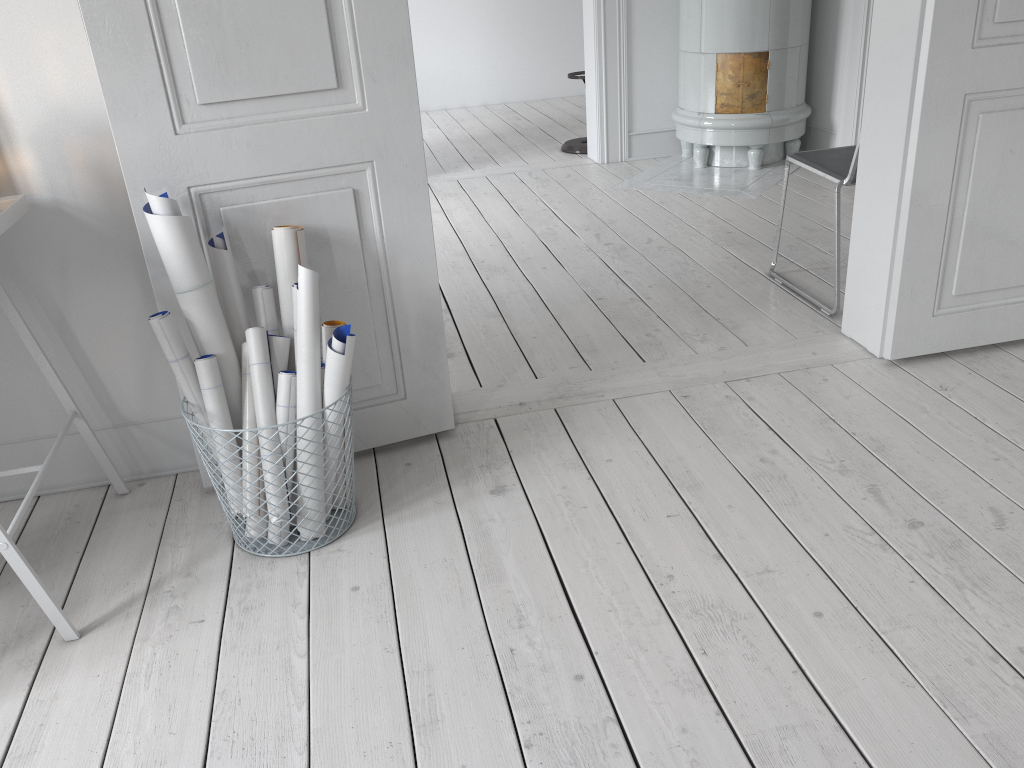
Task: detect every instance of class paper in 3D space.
[{"bbox_3d":[-0.504,0.154,2.027,0.078,0.388,0.234,5,27,18],"label":"paper"},{"bbox_3d":[-0.548,0.045,2.090,0.047,0.541,0.201,-7,26,-5],"label":"paper"},{"bbox_3d":[-0.679,0.093,2.003,0.166,0.546,0.046,2,26,12],"label":"paper"},{"bbox_3d":[-0.543,0.091,1.975,0.049,0.402,0.244,-8,26,-7],"label":"paper"},{"bbox_3d":[-0.411,0.079,2.080,0.123,0.464,0.057,-23,31,-33],"label":"paper"},{"bbox_3d":[-0.470,0.040,2.061,0.060,0.552,0.153,13,31,32],"label":"paper"},{"bbox_3d":[-0.585,0.102,2.002,0.047,0.358,0.240,-2,26,4],"label":"paper"},{"bbox_3d":[-0.643,0.114,1.977,0.047,0.360,0.129,-14,27,-19],"label":"paper"},{"bbox_3d":[-0.560,0.119,2.032,0.054,0.431,0.253,7,28,23],"label":"paper"},{"bbox_3d":[-0.551,-0.044,1.980,0.431,0.792,0.181,11,30,29],"label":"paper"},{"bbox_3d":[-0.496,-0.038,2.102,0.073,0.668,0.182,1,26,11],"label":"paper"}]

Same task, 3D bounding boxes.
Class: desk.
[{"bbox_3d":[-1.527,0.137,1.787,1.163,0.775,0.642,-9,26,-9],"label":"desk"}]

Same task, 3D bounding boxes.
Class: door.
[{"bbox_3d":[-0.559,-0.856,1.848,0.678,2.323,0.034,-13,27,-17],"label":"door"},{"bbox_3d":[1.359,-1.170,2.189,0.666,2.323,0.034,-9,26,-9],"label":"door"}]

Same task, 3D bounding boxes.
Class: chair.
[{"bbox_3d":[1.282,-0.723,3.089,0.562,0.796,0.525,-9,26,-9],"label":"chair"}]

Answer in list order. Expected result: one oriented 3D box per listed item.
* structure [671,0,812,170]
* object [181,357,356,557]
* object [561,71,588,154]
[{"bbox_3d":[1.250,-2.574,4.679,0.788,2.739,0.788,-17,28,-24],"label":"structure"},{"bbox_3d":[-0.531,0.169,2.050,0.375,0.350,0.374,-8,26,-7],"label":"object"},{"bbox_3d":[0.455,-2.301,5.488,0.375,1.656,0.375,14,31,33],"label":"object"}]
